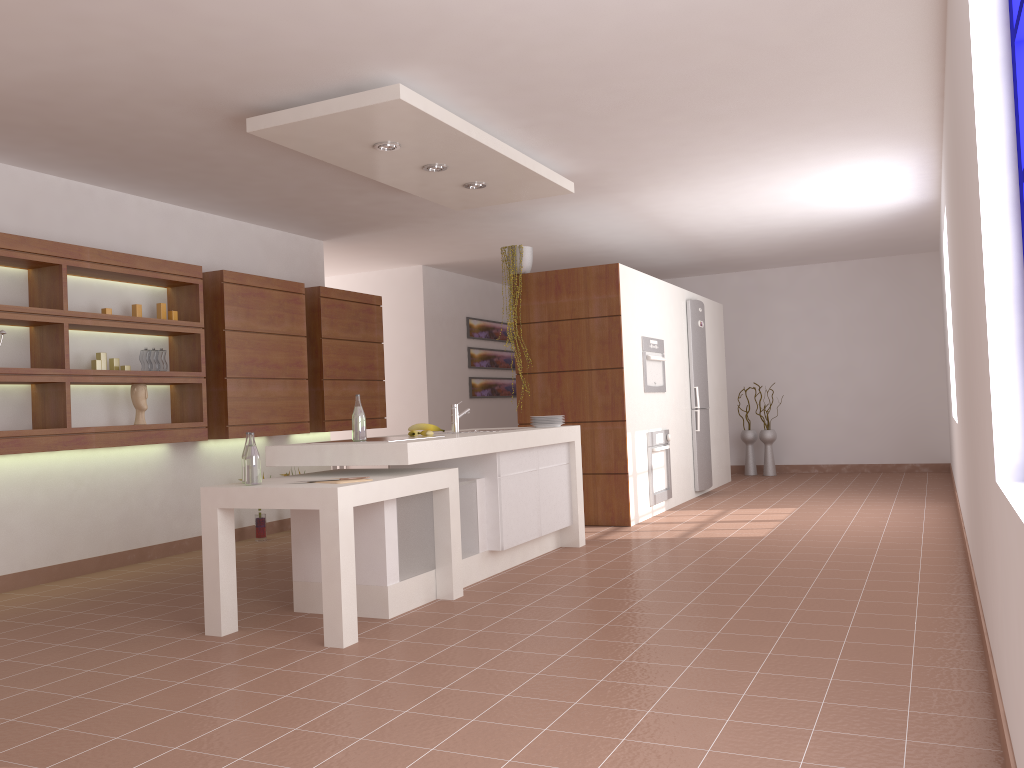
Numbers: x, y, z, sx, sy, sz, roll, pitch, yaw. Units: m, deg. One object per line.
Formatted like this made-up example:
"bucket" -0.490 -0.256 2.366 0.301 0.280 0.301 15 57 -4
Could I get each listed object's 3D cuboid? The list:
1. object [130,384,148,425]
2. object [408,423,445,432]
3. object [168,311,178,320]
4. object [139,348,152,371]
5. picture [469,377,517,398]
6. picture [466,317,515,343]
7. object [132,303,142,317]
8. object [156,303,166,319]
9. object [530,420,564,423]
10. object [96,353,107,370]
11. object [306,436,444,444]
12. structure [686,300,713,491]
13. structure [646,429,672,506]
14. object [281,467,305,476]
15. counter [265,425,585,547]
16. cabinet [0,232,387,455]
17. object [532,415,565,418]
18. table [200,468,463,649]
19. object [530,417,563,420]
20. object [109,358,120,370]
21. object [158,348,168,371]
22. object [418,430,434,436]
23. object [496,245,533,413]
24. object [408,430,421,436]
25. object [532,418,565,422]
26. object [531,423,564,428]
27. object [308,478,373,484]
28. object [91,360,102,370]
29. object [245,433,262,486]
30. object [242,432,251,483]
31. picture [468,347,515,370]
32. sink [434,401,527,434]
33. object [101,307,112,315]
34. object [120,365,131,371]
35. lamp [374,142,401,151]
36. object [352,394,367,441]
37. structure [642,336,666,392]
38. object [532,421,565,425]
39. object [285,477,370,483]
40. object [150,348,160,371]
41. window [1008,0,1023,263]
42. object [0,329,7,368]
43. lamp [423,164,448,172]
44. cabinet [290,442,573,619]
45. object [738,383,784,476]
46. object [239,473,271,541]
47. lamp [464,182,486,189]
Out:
"object" -2.421 0.122 5.758 0.100 0.284 0.100 -1 -2 -34
"object" -0.479 0.245 4.928 0.207 0.055 0.047 -2 -1 2
"object" -2.273 -0.453 5.943 0.044 0.070 0.044 -3 -2 25
"object" -2.411 -0.156 5.838 0.054 0.165 0.065 -4 -2 41
"picture" -0.188 0.046 10.937 0.015 0.248 1.408 -3 -2 25
"picture" -0.218 -0.653 10.955 0.015 0.248 1.408 -3 -2 25
"object" -2.404 -0.468 5.685 0.044 0.099 0.044 -3 -2 25
"object" -2.332 -0.476 5.901 0.044 0.120 0.044 -3 -2 25
"object" 0.235 0.252 5.844 0.228 0.020 0.228 -3 -2 7
"object" -2.566 -0.135 5.543 0.044 0.120 0.044 -3 -2 25
"object" -0.696 0.288 4.593 0.493 0.006 0.551 -3 -2 25
"structure" 1.874 0.104 8.771 0.089 1.862 0.604 -3 -2 25
"structure" 1.249 0.689 7.427 0.058 0.592 0.596 -3 -2 26
"object" -1.748 0.930 7.200 0.087 0.546 0.296 -3 -2 26
"counter" -0.360 0.690 5.133 0.821 0.800 2.156 -3 -2 25
"cabinet" -2.517 -0.195 6.111 0.754 1.200 4.718 -3 -2 25
"object" 0.234 0.222 5.845 0.228 0.020 0.228 -3 -2 7
"table" -0.806 0.761 4.178 0.737 0.647 1.003 -3 -2 25
"object" 0.234 0.232 5.845 0.228 0.020 0.228 -3 -2 7
"object" -2.538 -0.118 5.660 0.044 0.090 0.044 -3 -2 25
"object" -2.341 -0.157 5.917 0.054 0.165 0.065 -4 -2 41
"object" -0.470 0.272 4.898 0.060 0.033 0.207 -2 -2 -20
"object" 0.047 -0.440 7.132 0.297 1.344 0.279 -2 -2 -15
"object" -0.552 0.277 4.967 0.060 0.033 0.207 -3 -1 5
"object" 0.235 0.242 5.845 0.228 0.020 0.228 -3 -2 7
"object" 0.236 0.272 5.844 0.228 0.020 0.228 -3 -2 7
"object" -0.757 0.425 3.897 0.266 0.006 0.168 -4 -2 42
"object" -2.562 -0.112 5.470 0.044 0.070 0.044 -3 -2 25
"object" -1.141 0.329 3.901 0.071 0.230 0.071 -3 -2 7
"object" -1.196 0.335 4.036 0.071 0.230 0.071 -3 -2 7
"picture" -0.203 -0.303 10.946 0.015 0.248 1.408 -3 -2 25
"sink" -0.198 0.288 5.524 0.404 0.368 0.668 -3 -2 25
"object" -2.483 -0.446 5.432 0.044 0.049 0.044 -3 -2 25
"object" -2.463 -0.097 5.652 0.044 0.040 0.044 -3 -2 25
"lamp" -0.666 -1.285 4.730 0.143 0.059 0.143 -3 -2 9
"object" -0.760 0.167 4.395 0.071 0.230 0.071 -3 -2 7
"structure" 1.216 -0.159 7.444 0.056 0.454 0.614 -3 -2 25
"object" 0.236 0.262 5.844 0.228 0.020 0.228 -3 -2 7
"object" -0.814 0.421 3.895 0.375 0.008 0.041 -2 -2 -8
"object" -2.376 -0.157 5.878 0.054 0.165 0.065 -4 -2 41
"window" 0.869 -0.488 1.357 0.035 1.430 1.699 -3 -2 25
"object" -2.872 -0.194 4.860 0.190 0.227 0.136 -1 -2 -33
"lamp" -0.449 -1.282 5.187 0.143 0.059 0.143 -1 -2 -36
"cabinet" -0.378 0.740 5.079 0.737 0.700 2.048 -3 -2 25
"object" 2.997 0.531 10.520 0.655 1.112 0.284 -4 -2 45
"object" -1.937 0.927 6.797 0.087 0.546 0.296 -4 -2 41
"lamp" -0.235 -1.280 5.637 0.143 0.059 0.143 -1 -2 -36
